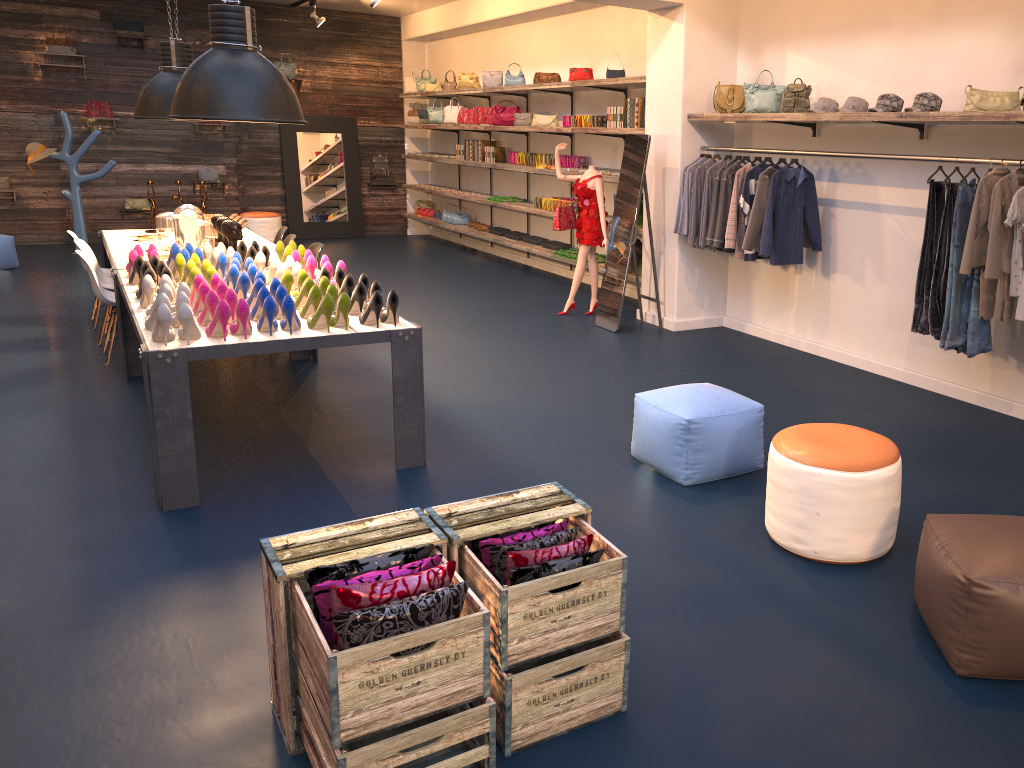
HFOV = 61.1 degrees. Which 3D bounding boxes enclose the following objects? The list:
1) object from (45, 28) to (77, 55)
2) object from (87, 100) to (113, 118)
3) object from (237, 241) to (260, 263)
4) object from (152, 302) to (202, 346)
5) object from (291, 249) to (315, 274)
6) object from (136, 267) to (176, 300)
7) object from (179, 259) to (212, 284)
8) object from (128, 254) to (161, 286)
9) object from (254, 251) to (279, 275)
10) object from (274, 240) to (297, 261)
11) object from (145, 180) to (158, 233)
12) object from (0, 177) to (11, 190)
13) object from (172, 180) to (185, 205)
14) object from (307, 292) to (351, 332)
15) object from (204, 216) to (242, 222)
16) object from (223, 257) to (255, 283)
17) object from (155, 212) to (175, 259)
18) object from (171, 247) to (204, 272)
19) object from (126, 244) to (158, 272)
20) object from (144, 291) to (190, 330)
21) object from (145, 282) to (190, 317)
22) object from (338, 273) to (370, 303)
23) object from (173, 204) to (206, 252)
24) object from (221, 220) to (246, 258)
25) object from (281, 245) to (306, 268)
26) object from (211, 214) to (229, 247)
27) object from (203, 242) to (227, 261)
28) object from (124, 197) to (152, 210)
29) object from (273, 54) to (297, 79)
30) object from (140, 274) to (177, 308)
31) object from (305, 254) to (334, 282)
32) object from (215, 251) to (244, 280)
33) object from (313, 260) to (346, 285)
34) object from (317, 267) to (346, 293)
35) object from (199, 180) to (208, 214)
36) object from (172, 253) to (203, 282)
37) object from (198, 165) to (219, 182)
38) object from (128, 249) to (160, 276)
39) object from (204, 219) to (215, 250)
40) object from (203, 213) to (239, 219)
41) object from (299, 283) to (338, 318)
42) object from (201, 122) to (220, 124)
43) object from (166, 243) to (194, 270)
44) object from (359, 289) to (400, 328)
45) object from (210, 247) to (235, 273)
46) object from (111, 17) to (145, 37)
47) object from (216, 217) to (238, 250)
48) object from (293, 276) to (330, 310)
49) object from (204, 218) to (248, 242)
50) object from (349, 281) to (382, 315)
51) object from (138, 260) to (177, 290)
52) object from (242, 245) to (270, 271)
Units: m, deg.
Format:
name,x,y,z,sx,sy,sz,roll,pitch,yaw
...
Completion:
name,x,y,z,sx,sy,sz,roll,pitch,yaw
object,-6.010,-4.559,11.554,0.373,0.330,0.157,-4,14,-20
object,-5.656,-3.774,11.928,0.348,0.251,0.128,-11,18,-41
object,-1.861,-0.920,6.102,0.217,0.192,0.228,-7,16,-28
object,-1.523,-0.287,3.929,0.215,0.192,0.230,-5,16,-23
object,-1.412,-0.809,5.774,0.217,0.192,0.228,-7,16,-28
object,-1.990,-0.571,4.860,0.218,0.192,0.226,-8,17,-32
object,-1.881,-0.662,5.196,0.217,0.192,0.228,-7,16,-28
object,-2.224,-0.702,5.288,0.217,0.192,0.228,-7,16,-28
object,-1.610,-0.779,5.641,0.218,0.192,0.226,-8,17,-32
object,-1.627,-0.940,6.203,0.217,0.192,0.228,-7,16,-28
object,-3.231,-1.593,7.780,0.147,0.462,0.134,-4,13,-17
object,-6.783,-2.649,11.465,0.096,0.173,0.293,11,17,38
object,-3.037,-1.618,7.894,0.135,0.462,0.146,3,13,14
object,-0.902,-0.371,4.307,0.219,0.192,0.225,-9,18,-35
object,-2.544,-1.359,7.527,0.206,0.200,0.478,13,19,40
object,-1.667,-0.695,5.338,0.217,0.192,0.228,-7,16,-28
object,-2.502,-1.094,6.370,0.192,0.331,0.181,-2,13,-10
object,-2.103,-0.799,5.644,0.219,0.192,0.225,-9,18,-36
object,-2.437,-0.839,5.741,0.219,0.192,0.226,-9,17,-34
object,-1.644,-0.358,4.160,0.219,0.192,0.225,-9,18,-36
object,-1.736,-0.430,4.400,0.220,0.192,0.225,-12,19,-41
object,-0.898,-0.540,4.900,0.217,0.192,0.228,-7,16,-28
object,-2.300,-1.077,6.199,0.220,0.406,0.187,-10,17,-39
object,-2.071,-1.074,6.446,0.166,0.281,0.144,-7,15,-29
object,-1.510,-0.874,5.986,0.217,0.192,0.228,-7,16,-28
object,-2.286,-1.199,6.857,0.166,0.281,0.144,-7,15,-29
object,-2.044,-0.890,5.971,0.215,0.192,0.230,-5,16,-22
object,-5.311,-2.575,12.367,0.214,0.171,0.396,13,19,37
object,-3.421,-4.796,13.112,0.401,0.361,0.163,-11,17,-41
object,-1.883,-0.503,4.635,0.214,0.192,0.231,-4,15,-20
object,-1.249,-0.745,5.569,0.215,0.192,0.231,-5,16,-21
object,-1.813,-0.760,5.546,0.217,0.192,0.228,-7,16,-28
object,-1.118,-0.676,5.346,0.218,0.192,0.226,-8,17,-32
object,-1.062,-0.605,5.107,0.214,0.192,0.231,-4,15,-20
object,-2.831,-1.646,8.019,0.130,0.462,0.151,10,16,36
object,-2.027,-0.732,5.421,0.216,0.192,0.229,-6,16,-25
object,-4.474,-3.109,12.827,0.288,0.226,0.076,-3,13,-15
object,-2.333,-0.771,5.517,0.218,0.192,0.233,-3,15,-17
object,-2.290,-1.073,6.407,0.190,0.285,0.161,-10,17,-39
object,-2.657,-1.426,7.747,0.479,0.200,0.206,-12,19,-42
object,-1.001,-0.440,4.537,0.217,0.192,0.228,-7,16,-28
object,-4.416,-3.928,12.697,0.267,0.240,0.204,-8,16,-33
object,-2.235,-0.868,5.869,0.217,0.192,0.228,-7,16,-28
object,-0.671,-0.400,4.438,0.217,0.192,0.228,-7,16,-28
object,-1.918,-0.824,5.756,0.217,0.192,0.228,-7,16,-28
object,-5.268,-4.899,11.937,0.453,0.228,0.166,-9,17,-36
object,-2.180,-1.138,6.655,0.166,0.281,0.144,-7,15,-29
object,-1.093,-0.506,4.756,0.218,0.192,0.226,-8,17,-32
object,-2.438,-1.297,7.324,0.206,0.200,0.478,13,19,40
object,-0.793,-0.469,4.664,0.217,0.192,0.228,-7,16,-28
object,-2.087,-0.641,5.092,0.214,0.192,0.231,-4,15,-20
object,-1.729,-0.849,5.871,0.218,0.192,0.227,-7,17,-30
